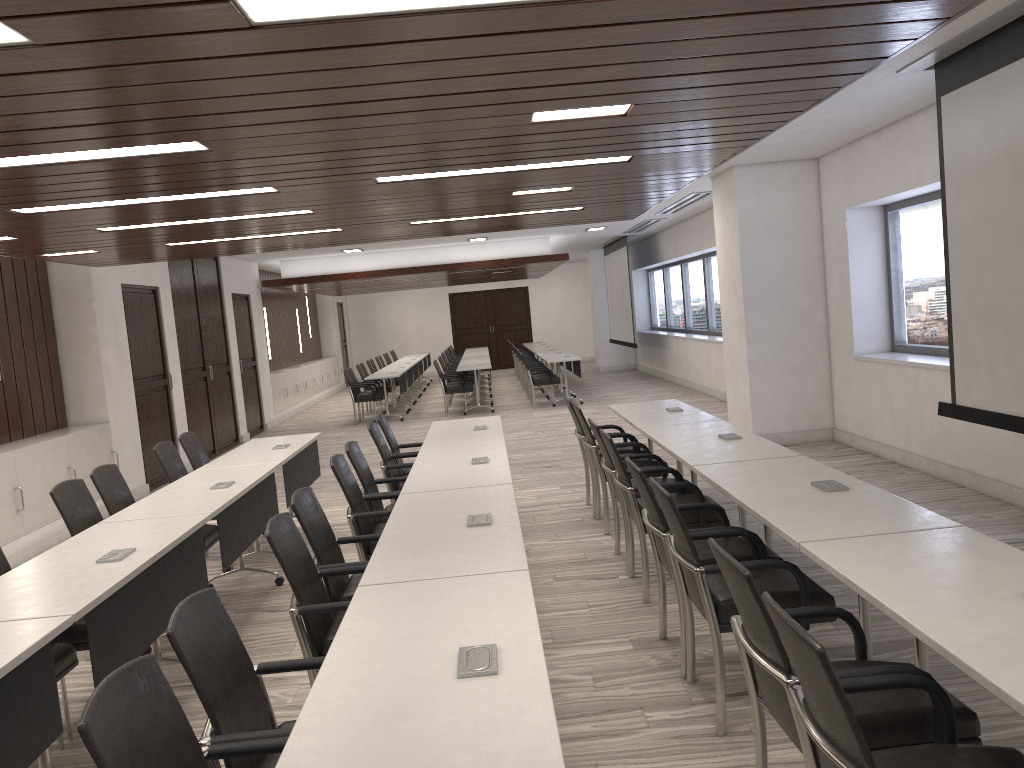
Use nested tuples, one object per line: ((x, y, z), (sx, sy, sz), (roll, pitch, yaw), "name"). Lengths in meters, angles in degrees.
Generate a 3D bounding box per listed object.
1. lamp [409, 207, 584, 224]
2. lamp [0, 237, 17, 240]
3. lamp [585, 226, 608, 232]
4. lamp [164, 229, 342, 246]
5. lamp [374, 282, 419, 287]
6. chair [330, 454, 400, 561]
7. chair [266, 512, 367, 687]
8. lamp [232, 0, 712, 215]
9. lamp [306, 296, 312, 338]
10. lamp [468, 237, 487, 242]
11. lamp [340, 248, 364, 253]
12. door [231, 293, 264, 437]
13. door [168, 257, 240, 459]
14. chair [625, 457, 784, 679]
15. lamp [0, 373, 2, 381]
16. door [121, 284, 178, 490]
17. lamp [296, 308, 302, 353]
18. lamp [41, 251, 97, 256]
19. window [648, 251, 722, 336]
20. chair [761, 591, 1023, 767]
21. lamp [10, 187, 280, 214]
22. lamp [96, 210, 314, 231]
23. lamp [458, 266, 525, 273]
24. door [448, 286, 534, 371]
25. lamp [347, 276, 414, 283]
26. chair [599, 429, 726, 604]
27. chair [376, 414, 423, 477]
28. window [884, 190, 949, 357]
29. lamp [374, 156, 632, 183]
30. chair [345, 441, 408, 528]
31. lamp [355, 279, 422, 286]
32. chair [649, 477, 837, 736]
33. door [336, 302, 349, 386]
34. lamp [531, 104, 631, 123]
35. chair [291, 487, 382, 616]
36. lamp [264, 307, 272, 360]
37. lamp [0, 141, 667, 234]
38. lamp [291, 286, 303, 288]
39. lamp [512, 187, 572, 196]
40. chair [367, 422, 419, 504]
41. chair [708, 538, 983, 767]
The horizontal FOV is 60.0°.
((-0.134, -1.458, 7.551), (1.496, 0.045, 0.236), (-5, 5, -2), "lamp")
((-3.679, -1.019, 6.140), (0.464, 0.045, 0.236), (-5, 5, -2), "lamp")
((1.436, -2.703, 15.161), (0.324, 0.120, 0.519), (-5, 5, -2), "lamp")
((-2.185, -1.267, 7.496), (1.496, 0.045, 0.236), (-5, 5, -2), "lamp")
((-2.592, -2.204, 19.449), (1.496, 0.045, 0.236), (-5, 5, -2), "lamp")
((-0.651, 0.839, 5.004), (0.638, 0.939, 0.513), (-5, 5, -2), "chair")
((-0.581, 0.956, 3.493), (0.638, 0.939, 0.513), (-5, 5, -2), "chair")
((1.447, -1.873, 7.733), (1.499, 0.552, 12.001), (-4, 5, 15), "lamp")
((-5.116, -1.664, 22.084), (0.094, 1.058, 0.236), (-5, 5, -2), "lamp")
((-0.586, -2.514, 15.107), (0.324, 0.120, 0.519), (-5, 5, -2), "lamp")
((-2.715, -2.315, 15.050), (0.324, 0.120, 0.519), (-5, 5, -2), "lamp")
((-4.389, -0.316, 14.579), (0.200, 2.323, 1.163), (-5, 5, -2), "door")
((-4.343, -0.430, 12.431), (0.200, 2.889, 2.327), (-5, 5, -2), "door")
((0.876, 0.777, 4.055), (0.638, 0.939, 0.513), (-5, 5, -1), "chair")
((-4.626, -0.537, 7.721), (0.094, 1.058, 0.236), (-5, 5, -2), "lamp")
((-4.245, 0.018, 10.324), (0.200, 2.323, 1.163), (-5, 5, -2), "door")
((-5.042, -1.245, 20.795), (0.094, 1.058, 0.236), (-5, 5, -2), "lamp")
((-3.723, -1.123, 7.455), (0.464, 0.045, 0.236), (-5, 5, -2), "lamp")
((3.475, -1.575, 15.627), (0.118, 1.419, 10.452), (-5, 5, -2), "window")
((0.946, 0.937, 2.016), (0.638, 0.939, 0.513), (-5, 5, -1), "chair")
((-2.103, -1.077, 5.085), (1.496, 0.045, 0.236), (-5, 5, -2), "lamp")
((-2.140, -1.163, 6.181), (1.496, 0.045, 0.236), (-5, 5, -2), "lamp")
((-0.444, -2.172, 16.654), (1.496, 0.045, 0.236), (-5, 5, -2), "lamp")
((-0.580, -1.586, 25.890), (2.329, 2.323, 0.200), (-5, 5, -2), "door")
((-2.495, -1.980, 16.600), (1.496, 0.045, 0.236), (-5, 5, -2), "lamp")
((0.857, 0.697, 5.053), (0.638, 0.939, 0.513), (-5, 5, -1), "chair")
((-0.710, 0.677, 7.050), (0.638, 0.939, 0.513), (-5, 5, -2), "chair")
((3.832, -0.754, 5.152), (0.118, 1.419, 6.968), (-5, 5, -2), "window")
((-0.052, -1.269, 5.140), (1.496, 0.045, 0.236), (-5, 5, -2), "lamp")
((-0.666, 0.798, 5.526), (0.638, 0.939, 0.513), (-5, 5, -2), "chair")
((-2.547, -2.101, 18.134), (1.496, 0.045, 0.236), (-5, 5, -2), "lamp")
((0.908, 0.817, 3.532), (0.638, 0.939, 0.513), (-5, 5, -2), "chair")
((-4.732, -1.103, 24.624), (0.200, 2.323, 1.163), (-5, 5, -2), "door")
((0.294, -1.194, 3.833), (0.421, 0.046, 0.236), (-5, 5, -2), "lamp")
((-0.618, 0.916, 4.021), (0.638, 0.939, 0.513), (-5, 5, -1), "chair")
((-4.938, -1.004, 17.727), (0.094, 1.058, 0.236), (-5, 5, -2), "lamp")
((0.304, -1.955, 10.023), (1.469, 0.552, 14.295), (-3, 5, 21), "lamp")
((-4.034, -1.837, 16.559), (0.464, 0.045, 0.236), (-5, 5, -2), "lamp")
((0.212, -1.384, 6.244), (0.421, 0.046, 0.236), (-5, 5, -2), "lamp")
((-0.694, 0.719, 6.525), (0.638, 0.939, 0.513), (-5, 5, -2), "chair")
((0.933, 0.895, 2.539), (0.638, 0.939, 0.513), (-5, 5, -2), "chair")
